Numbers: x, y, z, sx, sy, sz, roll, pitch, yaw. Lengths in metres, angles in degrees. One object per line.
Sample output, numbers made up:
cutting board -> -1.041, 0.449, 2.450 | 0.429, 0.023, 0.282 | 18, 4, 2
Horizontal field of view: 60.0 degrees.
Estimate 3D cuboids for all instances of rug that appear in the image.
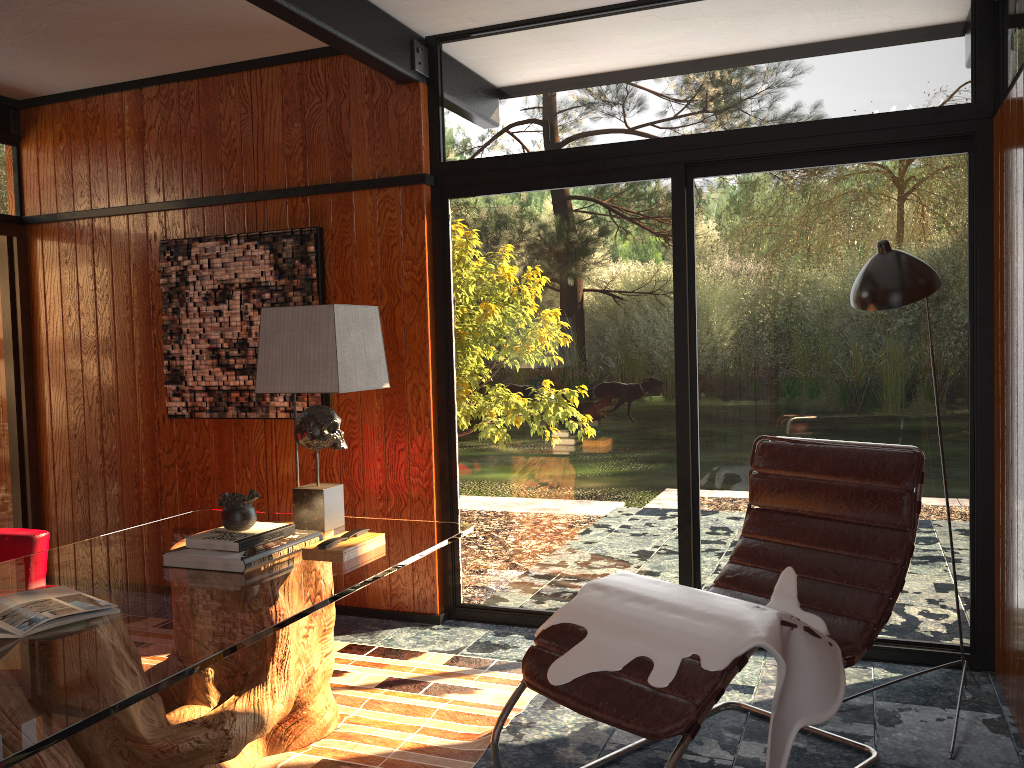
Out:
rug -> -1.368, 1.137, 2.664 | 2.410, 0.042, 2.439 | -1, 3, 22

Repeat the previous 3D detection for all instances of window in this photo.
window -> 0.717, -0.241, 3.555 | 2.260, 2.580, 0.085 | -1, 3, 22

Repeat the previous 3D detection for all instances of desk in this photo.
desk -> -0.984, 0.834, 2.290 | 1.150, 0.632, 1.900 | -1, 3, 22

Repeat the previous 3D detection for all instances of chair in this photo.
chair -> 0.602, 0.656, 2.507 | 1.298, 0.886, 0.593 | -4, 3, -41
chair -> -1.917, 0.680, 2.773 | 0.839, 0.956, 0.621 | -1, 3, 21

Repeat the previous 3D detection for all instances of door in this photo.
door -> -3.030, 0.158, 4.542 | 0.734, 1.955, 0.751 | -1, 3, 22

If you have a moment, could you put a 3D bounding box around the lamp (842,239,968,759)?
lamp -> 1.224, 0.309, 2.872 | 0.410, 1.514, 0.595 | 0, 3, 31

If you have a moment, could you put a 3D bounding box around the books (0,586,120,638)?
books -> -1.154, 0.513, 1.981 | 0.300, 0.049, 0.422 | 1, 3, 41

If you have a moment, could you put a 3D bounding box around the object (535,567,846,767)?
object -> 0.522, 0.798, 2.407 | 0.897, 0.489, 0.713 | -2, 3, -10

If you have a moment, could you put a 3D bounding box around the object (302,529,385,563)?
object -> -0.488, 0.466, 2.590 | 0.135, 0.049, 0.238 | -1, 3, 22

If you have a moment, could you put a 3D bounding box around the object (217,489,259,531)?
object -> -0.804, 0.373, 2.606 | 0.118, 0.114, 0.121 | -1, 3, 16

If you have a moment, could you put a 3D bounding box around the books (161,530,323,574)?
books -> -0.777, 0.479, 2.587 | 0.286, 0.040, 0.366 | -1, 3, 22

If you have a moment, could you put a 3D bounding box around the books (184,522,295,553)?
books -> -0.792, 0.444, 2.595 | 0.198, 0.029, 0.249 | 0, 3, 24

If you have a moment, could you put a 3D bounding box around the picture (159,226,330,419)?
picture -> -1.281, -0.270, 4.182 | 0.916, 0.873, 0.061 | -1, 3, 22

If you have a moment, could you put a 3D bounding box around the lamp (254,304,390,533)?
lamp -> -0.615, 0.112, 2.923 | 0.316, 0.732, 0.316 | -1, 3, 22
